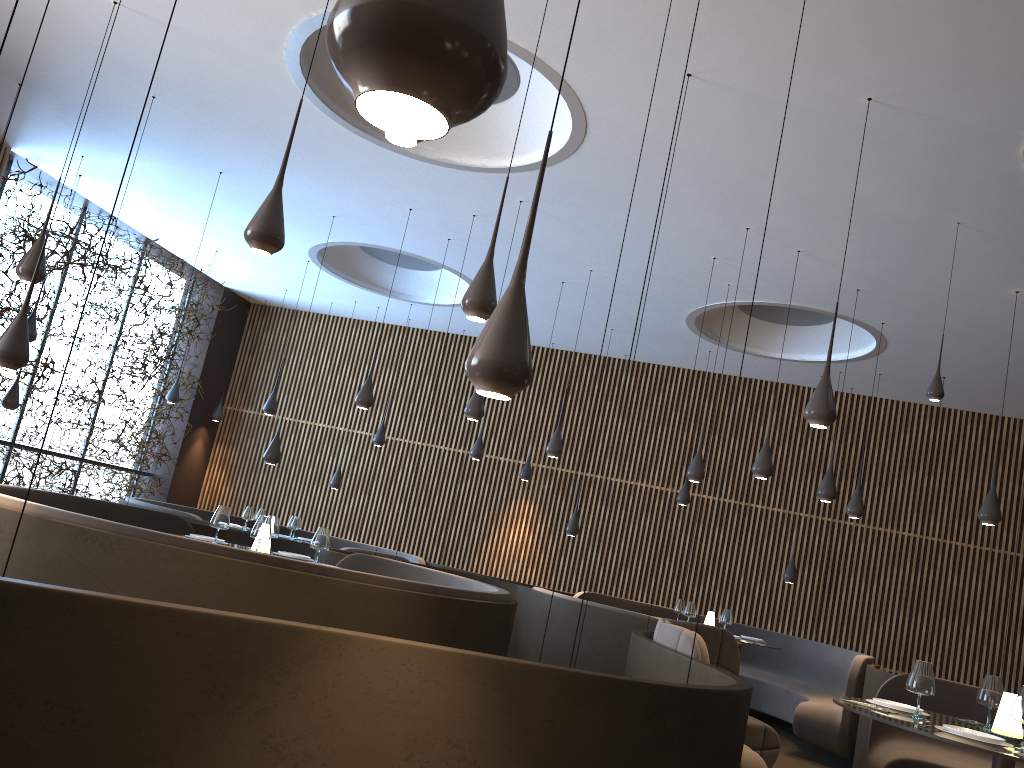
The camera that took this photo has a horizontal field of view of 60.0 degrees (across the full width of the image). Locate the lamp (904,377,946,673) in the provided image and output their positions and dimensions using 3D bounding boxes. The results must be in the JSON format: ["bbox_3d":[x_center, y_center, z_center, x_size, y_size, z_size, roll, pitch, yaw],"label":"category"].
[{"bbox_3d":[3.506,2.952,8.018,0.196,6.250,0.196,17,-11,-30],"label":"lamp"}]

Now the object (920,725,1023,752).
[{"bbox_3d":[2.158,1.657,4.158,0.205,0.012,0.410,21,-14,-39],"label":"object"}]

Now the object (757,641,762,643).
[{"bbox_3d":[2.833,3.019,10.458,0.204,0.012,0.412,13,-11,-7],"label":"object"}]

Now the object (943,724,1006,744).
[{"bbox_3d":[2.164,1.647,4.157,0.263,0.029,0.264,8,-11,19],"label":"object"}]

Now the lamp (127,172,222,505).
[{"bbox_3d":[-3.838,0.702,9.201,0.196,6.250,0.196,17,-11,-30],"label":"lamp"}]

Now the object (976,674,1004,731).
[{"bbox_3d":[2.658,1.769,4.923,0.142,0.294,0.142,17,-11,-29],"label":"object"}]

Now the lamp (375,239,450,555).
[{"bbox_3d":[-1.379,1.339,9.769,0.197,6.250,0.196,20,-12,-39],"label":"lamp"}]

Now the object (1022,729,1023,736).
[{"bbox_3d":[2.860,1.938,4.890,0.263,0.029,0.264,12,-11,0],"label":"object"}]

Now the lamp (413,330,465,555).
[{"bbox_3d":[-1.429,2.138,13.959,0.195,6.250,0.197,4,-12,39],"label":"lamp"}]

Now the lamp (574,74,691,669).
[{"bbox_3d":[0.548,0.926,5.492,0.197,6.250,0.196,20,-12,-39],"label":"lamp"}]

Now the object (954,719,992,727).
[{"bbox_3d":[2.675,1.962,5.129,0.263,0.017,0.126,21,-14,-39],"label":"object"}]

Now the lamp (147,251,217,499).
[{"bbox_3d":[-4.955,1.082,12.405,0.195,6.250,0.197,4,-12,39],"label":"lamp"}]

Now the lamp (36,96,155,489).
[{"bbox_3d":[-3.942,0.379,7.645,0.196,6.250,0.196,17,-11,-30],"label":"lamp"}]

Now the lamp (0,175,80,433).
[{"bbox_3d":[-5.927,0.471,10.319,0.195,6.250,0.197,4,-12,39],"label":"lamp"}]

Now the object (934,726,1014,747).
[{"bbox_3d":[2.162,1.656,4.155,0.331,0.014,0.333,9,-11,16],"label":"object"}]

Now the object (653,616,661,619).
[{"bbox_3d":[1.785,2.777,10.423,0.263,0.029,0.264,8,-11,21],"label":"object"}]

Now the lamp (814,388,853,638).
[{"bbox_3d":[4.324,3.082,12.462,0.195,6.250,0.197,4,-12,39],"label":"lamp"}]

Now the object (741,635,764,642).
[{"bbox_3d":[2.834,3.009,10.464,0.263,0.029,0.264,8,-11,19],"label":"object"}]

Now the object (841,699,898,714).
[{"bbox_3d":[1.900,1.716,4.715,0.127,0.017,0.262,21,-14,-40],"label":"object"}]

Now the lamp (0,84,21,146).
[{"bbox_3d":[-5.369,0.142,8.001,0.196,6.250,0.196,14,-9,-10],"label":"lamp"}]

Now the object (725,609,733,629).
[{"bbox_3d":[2.607,2.885,10.757,0.142,0.294,0.142,20,-12,-38],"label":"object"}]

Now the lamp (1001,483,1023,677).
[{"bbox_3d":[4.312,2.165,7.731,0.196,6.250,0.196,17,-11,-30],"label":"lamp"}]

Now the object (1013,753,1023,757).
[{"bbox_3d":[2.326,1.650,3.901,0.263,0.017,0.126,20,-13,-35],"label":"object"}]

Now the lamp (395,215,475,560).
[{"bbox_3d":[-1.049,1.236,8.867,0.197,6.250,0.196,20,-12,-39],"label":"lamp"}]

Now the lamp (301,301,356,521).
[{"bbox_3d":[-3.136,1.705,13.613,0.195,6.250,0.197,7,-11,30],"label":"lamp"}]

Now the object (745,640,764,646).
[{"bbox_3d":[2.697,2.884,9.876,0.126,0.017,0.263,12,-11,-2],"label":"object"}]

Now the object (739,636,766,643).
[{"bbox_3d":[2.832,3.019,10.463,0.332,0.014,0.333,12,-11,0],"label":"object"}]

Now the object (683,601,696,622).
[{"bbox_3d":[2.052,2.669,10.252,0.142,0.294,0.142,12,-10,3],"label":"object"}]

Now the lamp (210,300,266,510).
[{"bbox_3d":[-4.919,1.569,14.883,0.195,6.250,0.197,4,-12,39],"label":"lamp"}]

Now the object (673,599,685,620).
[{"bbox_3d":[2.026,2.757,10.734,0.142,0.294,0.142,2,-14,45],"label":"object"}]

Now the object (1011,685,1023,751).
[{"bbox_3d":[2.417,1.568,4.150,0.142,0.294,0.142,17,-11,-25],"label":"object"}]

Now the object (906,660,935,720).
[{"bbox_3d":[2.160,1.617,4.690,0.142,0.294,0.142,10,-10,14],"label":"object"}]

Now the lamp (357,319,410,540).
[{"bbox_3d":[-2.325,1.958,14.020,0.195,6.250,0.197,7,-11,30],"label":"lamp"}]

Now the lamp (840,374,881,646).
[{"bbox_3d":[4.313,2.884,11.450,0.195,6.250,0.197,7,-11,30],"label":"lamp"}]

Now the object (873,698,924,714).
[{"bbox_3d":[2.132,1.784,4.899,0.264,0.029,0.263,20,-13,-37],"label":"object"}]

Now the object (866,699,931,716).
[{"bbox_3d":[2.130,1.793,4.898,0.333,0.014,0.332,21,-14,-40],"label":"object"}]

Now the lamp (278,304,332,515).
[{"bbox_3d":[-3.598,1.685,14.022,0.196,6.250,0.196,12,-9,0],"label":"lamp"}]

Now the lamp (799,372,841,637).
[{"bbox_3d":[3.887,2.849,11.744,0.195,6.250,0.197,7,-11,30],"label":"lamp"}]

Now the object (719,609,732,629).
[{"bbox_3d":[2.462,2.755,10.243,0.142,0.294,0.142,4,-13,41],"label":"object"}]

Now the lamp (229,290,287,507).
[{"bbox_3d":[-4.299,1.499,13.833,0.195,6.250,0.197,4,-12,39],"label":"lamp"}]

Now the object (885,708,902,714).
[{"bbox_3d":[2.133,1.795,4.901,0.204,0.012,0.413,2,-15,44],"label":"object"}]
